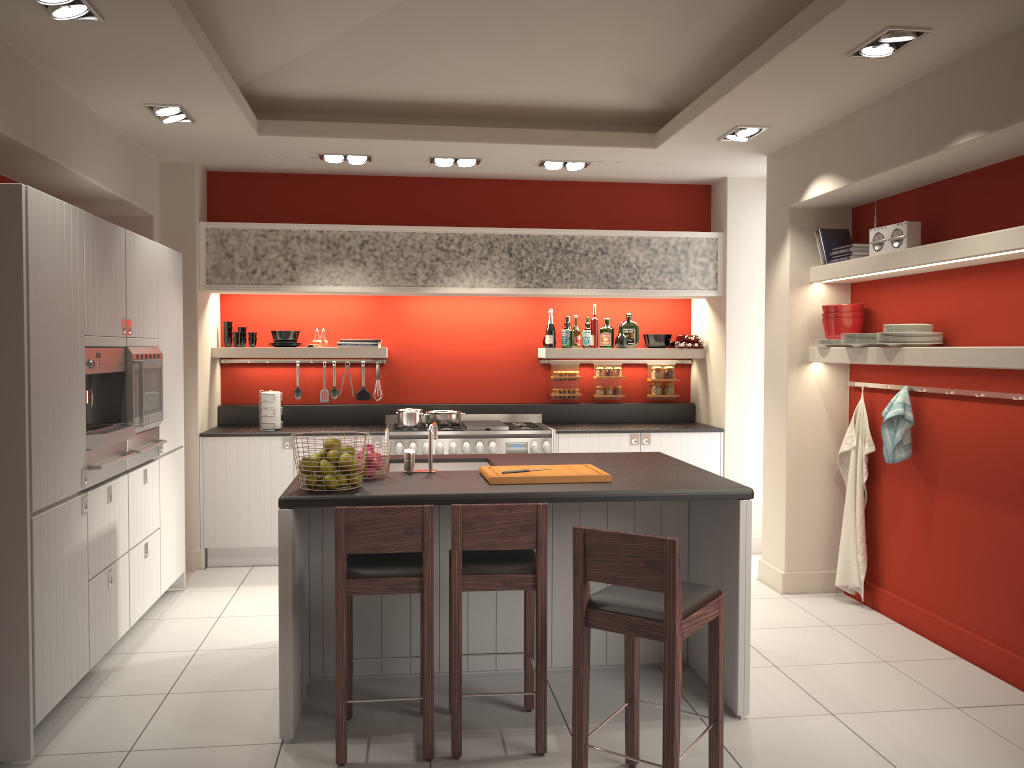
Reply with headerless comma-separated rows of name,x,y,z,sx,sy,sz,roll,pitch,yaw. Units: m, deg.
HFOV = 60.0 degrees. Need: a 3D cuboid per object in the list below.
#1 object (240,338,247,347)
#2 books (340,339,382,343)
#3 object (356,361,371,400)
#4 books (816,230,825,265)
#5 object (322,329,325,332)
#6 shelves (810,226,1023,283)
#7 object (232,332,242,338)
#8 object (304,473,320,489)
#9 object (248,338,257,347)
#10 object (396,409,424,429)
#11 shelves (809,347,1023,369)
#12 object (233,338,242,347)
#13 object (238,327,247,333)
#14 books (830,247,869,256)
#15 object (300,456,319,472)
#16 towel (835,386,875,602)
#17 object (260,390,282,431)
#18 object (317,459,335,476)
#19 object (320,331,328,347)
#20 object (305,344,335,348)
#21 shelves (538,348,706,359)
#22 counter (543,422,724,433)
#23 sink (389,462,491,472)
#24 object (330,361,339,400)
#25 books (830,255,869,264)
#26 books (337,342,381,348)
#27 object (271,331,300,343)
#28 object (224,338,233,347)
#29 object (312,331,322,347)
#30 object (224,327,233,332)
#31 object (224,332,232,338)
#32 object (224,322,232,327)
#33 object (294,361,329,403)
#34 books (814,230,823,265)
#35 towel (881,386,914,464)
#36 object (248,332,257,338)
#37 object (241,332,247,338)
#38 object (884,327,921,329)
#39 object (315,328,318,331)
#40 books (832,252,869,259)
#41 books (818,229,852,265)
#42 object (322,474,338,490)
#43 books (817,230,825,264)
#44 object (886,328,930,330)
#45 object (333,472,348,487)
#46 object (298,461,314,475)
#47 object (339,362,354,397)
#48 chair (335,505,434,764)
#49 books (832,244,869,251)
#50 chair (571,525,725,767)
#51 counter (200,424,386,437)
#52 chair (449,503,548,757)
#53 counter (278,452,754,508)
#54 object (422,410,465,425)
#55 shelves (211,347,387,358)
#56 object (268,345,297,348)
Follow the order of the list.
object,-2.200,-0.338,7.233,0.070,0.076,0.070,-1,3,-36
books,-1.238,-0.354,7.297,0.332,0.026,0.207,0,2,-7
object,-1.253,-0.026,7.474,0.123,0.330,0.040,0,2,-7
books,2.116,-0.893,5.822,0.208,0.242,0.126,0,2,-7
object,-1.554,-0.443,7.304,0.026,0.032,0.023,-1,2,-25
shelves,2.355,-0.679,4.753,0.437,0.100,2.394,0,2,-7
object,-2.194,-0.376,7.075,0.070,0.076,0.070,-1,3,-36
object,-0.861,0.418,3.822,0.068,0.068,0.068,0,2,4
object,-2.089,-0.334,7.140,0.070,0.076,0.070,-1,3,-36
object,-0.796,0.273,6.921,0.201,0.148,0.201,0,2,-15
shelves,2.354,-0.148,4.770,0.437,0.100,2.394,0,2,-7
object,-2.194,-0.332,7.077,0.070,0.076,0.070,-1,3,-36
object,-2.200,-0.426,7.230,0.070,0.076,0.070,-1,3,-36
books,2.145,-0.825,5.539,0.207,0.030,0.258,0,2,-7
object,-0.870,0.344,3.813,0.077,0.068,0.076,0,2,-14
towel,2.180,0.695,5.714,0.141,1.362,0.341,0,2,-7
object,-1.864,0.202,6.838,0.163,0.304,0.168,1,2,22
object,-0.804,0.365,3.837,0.076,0.077,0.076,-2,3,-43
object,-1.556,-0.369,7.305,0.077,0.134,0.076,-1,2,-24
object,-1.572,-0.311,7.265,0.160,0.027,0.183,1,2,21
shelves,0.934,-0.262,7.588,1.379,0.083,0.376,0,2,-7
counter,0.966,0.356,7.312,1.360,0.026,0.699,0,2,-7
sink,-0.375,0.573,4.682,0.567,0.258,0.516,0,2,-7
object,-1.486,-0.030,7.424,0.067,0.323,0.022,0,2,-9
books,2.145,-0.775,5.541,0.207,0.030,0.258,0,2,-7
books,-1.252,-0.319,7.276,0.331,0.042,0.207,0,2,-2
object,-1.852,-0.380,7.249,0.232,0.108,0.232,2,3,34
object,-2.310,-0.338,7.219,0.070,0.076,0.070,-1,3,-36
object,-1.587,-0.366,7.222,0.076,0.131,0.076,2,2,35
object,-2.310,-0.425,7.216,0.070,0.076,0.070,-1,3,-36
object,-2.310,-0.381,7.218,0.070,0.076,0.070,-1,3,-36
object,-2.310,-0.469,7.215,0.070,0.076,0.070,-1,3,-36
object,-1.674,-0.016,7.398,0.287,0.351,0.022,0,2,-6
books,2.120,-0.898,5.853,0.210,0.248,0.136,0,2,-8
towel,2.263,0.237,5.199,0.179,0.452,0.209,1,2,32
object,-2.089,-0.378,7.139,0.070,0.076,0.070,-1,3,-36
object,-2.200,-0.382,7.232,0.070,0.076,0.070,-1,3,-36
object,2.217,-0.306,4.965,0.255,0.015,0.255,-1,3,-26
object,-1.588,-0.441,7.219,0.024,0.031,0.023,2,2,34
books,2.154,-0.799,5.530,0.207,0.019,0.258,0,2,-7
books,2.114,-0.892,5.774,0.207,0.246,0.136,0,2,-7
object,-0.778,0.419,3.792,0.068,0.068,0.068,0,2,4
books,2.119,-0.894,5.802,0.209,0.243,0.126,0,2,-8
object,2.217,-0.301,4.966,0.255,0.015,0.255,-1,3,-26
object,-0.752,0.416,3.870,0.068,0.068,0.068,0,2,4
object,-0.896,0.363,3.875,0.076,0.077,0.076,-2,3,-43
object,-1.389,-0.034,7.438,0.124,0.296,0.009,0,2,-7
chair,-0.528,0.974,3.710,0.383,1.008,0.474,0,2,-7
books,2.154,-0.849,5.528,0.207,0.019,0.258,0,2,-7
chair,0.499,0.997,3.194,0.383,1.008,0.474,1,2,33
counter,-1.674,0.362,6.973,1.360,0.026,0.699,0,2,-7
chair,-0.071,0.973,3.769,0.383,1.008,0.474,0,2,-5
counter,-0.036,0.457,4.475,2.054,0.050,1.415,0,2,-7
object,-0.564,0.278,7.277,0.309,0.104,0.309,1,2,20
shelves,-1.717,-0.256,7.248,1.379,0.083,0.376,0,2,-7
object,-1.852,-0.306,7.252,0.280,0.016,0.280,0,2,-8
